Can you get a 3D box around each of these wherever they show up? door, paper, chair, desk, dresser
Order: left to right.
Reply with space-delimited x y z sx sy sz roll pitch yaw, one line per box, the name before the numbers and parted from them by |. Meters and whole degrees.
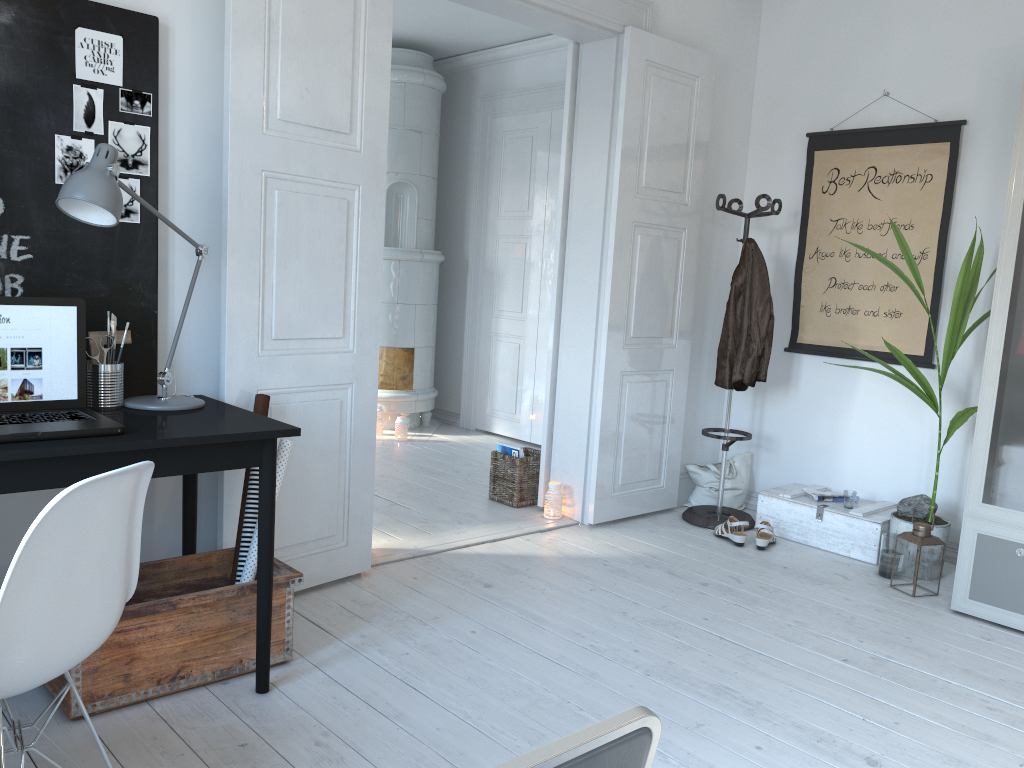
chair | -0.972 0.532 1.677 0.554 0.826 0.473 5 8 12
desk | -1.239 0.474 2.295 1.159 0.761 0.650 -3 10 -42
paper | -0.852 0.415 2.854 0.048 0.749 0.296 4 8 3
paper | -0.827 0.468 2.791 0.043 0.670 0.266 4 8 3
paper | -0.789 0.492 2.751 0.041 0.628 0.283 7 9 26
chair | -0.199 0.680 0.977 0.562 0.799 0.523 -3 10 -42
door | -0.132 -0.534 3.877 2.597 2.511 0.576 -3 10 -42
door | 0.313 -0.802 6.285 0.306 2.511 1.596 -4 11 -42
paper | 1.576 0.551 4.401 0.222 0.031 0.174 2 7 -10
dresser | 2.482 -0.109 2.997 0.630 2.168 1.429 -4 11 -42

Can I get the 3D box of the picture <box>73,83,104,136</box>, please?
picture | -1.236 -0.800 2.587 0.083 0.146 0.002 -4 11 -42

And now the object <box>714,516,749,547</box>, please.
object | 1.056 0.690 4.291 0.099 0.126 0.272 2 7 -10

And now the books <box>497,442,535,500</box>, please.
books | 0.044 0.466 4.765 0.201 0.300 0.179 -3 10 -42

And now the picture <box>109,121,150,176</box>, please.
picture | -1.154 -0.713 2.677 0.121 0.153 0.002 -3 11 -42

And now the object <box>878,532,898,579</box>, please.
object | 1.658 0.749 3.870 0.100 0.181 0.100 6 8 17

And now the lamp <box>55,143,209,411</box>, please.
lamp | -1.040 -0.282 2.495 0.230 0.718 0.615 6 8 18

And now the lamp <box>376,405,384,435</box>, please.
lamp | -0.974 0.261 6.406 0.098 0.210 0.098 -3 10 -38

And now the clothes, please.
clothes | 1.174 -0.336 4.409 0.237 0.772 0.211 2 8 -9

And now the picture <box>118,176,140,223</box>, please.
picture | -1.179 -0.560 2.685 0.103 0.136 0.001 -3 11 -42

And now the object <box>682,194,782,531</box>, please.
object | 1.126 -0.108 4.506 0.374 1.662 0.374 -2 10 -35

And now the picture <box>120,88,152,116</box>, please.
picture | -1.133 -0.851 2.672 0.095 0.072 0.001 -3 10 -42

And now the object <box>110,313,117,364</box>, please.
object | -1.153 -0.071 2.545 0.012 0.264 0.062 3 8 0

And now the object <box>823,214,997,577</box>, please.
object | 1.763 0.069 3.817 1.044 1.558 0.288 2 8 -13

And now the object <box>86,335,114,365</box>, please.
object | -1.179 -0.039 2.521 0.081 0.199 0.050 1 8 -17

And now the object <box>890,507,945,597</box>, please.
object | 1.689 0.692 3.683 0.132 0.352 0.137 1 8 -20

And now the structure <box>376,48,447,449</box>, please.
structure | -0.903 -0.979 6.462 0.800 2.834 1.245 4 8 3

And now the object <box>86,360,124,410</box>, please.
object | -1.166 0.002 2.526 0.108 0.129 0.108 0 9 -27

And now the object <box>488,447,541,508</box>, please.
object | 0.052 0.498 4.778 0.270 0.265 0.223 -3 10 -42

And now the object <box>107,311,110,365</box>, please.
object | -1.156 -0.074 2.541 0.008 0.268 0.060 0 9 -26

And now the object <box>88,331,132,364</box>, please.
object | -1.165 -0.049 2.590 0.034 0.209 0.138 8 9 27

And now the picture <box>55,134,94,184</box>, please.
picture | -1.272 -0.647 2.582 0.107 0.151 0.001 -3 11 -42

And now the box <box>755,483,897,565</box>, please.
box | 1.574 0.666 4.353 0.376 0.219 0.640 -3 10 -42

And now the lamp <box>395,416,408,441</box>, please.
lamp | -0.780 0.314 6.258 0.089 0.166 0.089 -4 11 -43

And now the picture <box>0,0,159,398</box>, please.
picture | -1.473 -0.518 2.467 0.952 1.175 0.063 -3 11 -42

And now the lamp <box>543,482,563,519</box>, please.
lamp | 0.209 0.583 4.440 0.092 0.180 0.092 8 9 30

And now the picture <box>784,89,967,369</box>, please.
picture | 1.769 -0.771 4.372 0.057 1.316 0.791 -4 11 -42

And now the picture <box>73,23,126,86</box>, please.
picture | -1.201 -0.959 2.587 0.147 0.154 0.004 -3 10 -42

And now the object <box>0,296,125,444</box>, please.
object | -1.203 -0.043 2.110 0.445 0.316 0.325 -3 10 -42

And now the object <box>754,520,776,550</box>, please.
object | 1.217 0.705 4.249 0.099 0.126 0.272 6 8 20

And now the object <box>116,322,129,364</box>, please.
object | -1.133 -0.057 2.545 0.009 0.240 0.084 7 9 24

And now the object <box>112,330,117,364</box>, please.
object | -1.146 -0.048 2.543 0.009 0.222 0.082 2 8 -13

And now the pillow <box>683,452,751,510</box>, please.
pillow | 1.144 0.526 4.885 0.317 0.315 0.272 -3 10 -41

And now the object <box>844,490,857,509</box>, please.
object | 1.603 0.551 4.214 0.060 0.082 0.060 5 8 12

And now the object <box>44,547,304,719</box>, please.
object | -0.989 0.696 2.567 0.664 0.283 0.339 -3 10 -42
